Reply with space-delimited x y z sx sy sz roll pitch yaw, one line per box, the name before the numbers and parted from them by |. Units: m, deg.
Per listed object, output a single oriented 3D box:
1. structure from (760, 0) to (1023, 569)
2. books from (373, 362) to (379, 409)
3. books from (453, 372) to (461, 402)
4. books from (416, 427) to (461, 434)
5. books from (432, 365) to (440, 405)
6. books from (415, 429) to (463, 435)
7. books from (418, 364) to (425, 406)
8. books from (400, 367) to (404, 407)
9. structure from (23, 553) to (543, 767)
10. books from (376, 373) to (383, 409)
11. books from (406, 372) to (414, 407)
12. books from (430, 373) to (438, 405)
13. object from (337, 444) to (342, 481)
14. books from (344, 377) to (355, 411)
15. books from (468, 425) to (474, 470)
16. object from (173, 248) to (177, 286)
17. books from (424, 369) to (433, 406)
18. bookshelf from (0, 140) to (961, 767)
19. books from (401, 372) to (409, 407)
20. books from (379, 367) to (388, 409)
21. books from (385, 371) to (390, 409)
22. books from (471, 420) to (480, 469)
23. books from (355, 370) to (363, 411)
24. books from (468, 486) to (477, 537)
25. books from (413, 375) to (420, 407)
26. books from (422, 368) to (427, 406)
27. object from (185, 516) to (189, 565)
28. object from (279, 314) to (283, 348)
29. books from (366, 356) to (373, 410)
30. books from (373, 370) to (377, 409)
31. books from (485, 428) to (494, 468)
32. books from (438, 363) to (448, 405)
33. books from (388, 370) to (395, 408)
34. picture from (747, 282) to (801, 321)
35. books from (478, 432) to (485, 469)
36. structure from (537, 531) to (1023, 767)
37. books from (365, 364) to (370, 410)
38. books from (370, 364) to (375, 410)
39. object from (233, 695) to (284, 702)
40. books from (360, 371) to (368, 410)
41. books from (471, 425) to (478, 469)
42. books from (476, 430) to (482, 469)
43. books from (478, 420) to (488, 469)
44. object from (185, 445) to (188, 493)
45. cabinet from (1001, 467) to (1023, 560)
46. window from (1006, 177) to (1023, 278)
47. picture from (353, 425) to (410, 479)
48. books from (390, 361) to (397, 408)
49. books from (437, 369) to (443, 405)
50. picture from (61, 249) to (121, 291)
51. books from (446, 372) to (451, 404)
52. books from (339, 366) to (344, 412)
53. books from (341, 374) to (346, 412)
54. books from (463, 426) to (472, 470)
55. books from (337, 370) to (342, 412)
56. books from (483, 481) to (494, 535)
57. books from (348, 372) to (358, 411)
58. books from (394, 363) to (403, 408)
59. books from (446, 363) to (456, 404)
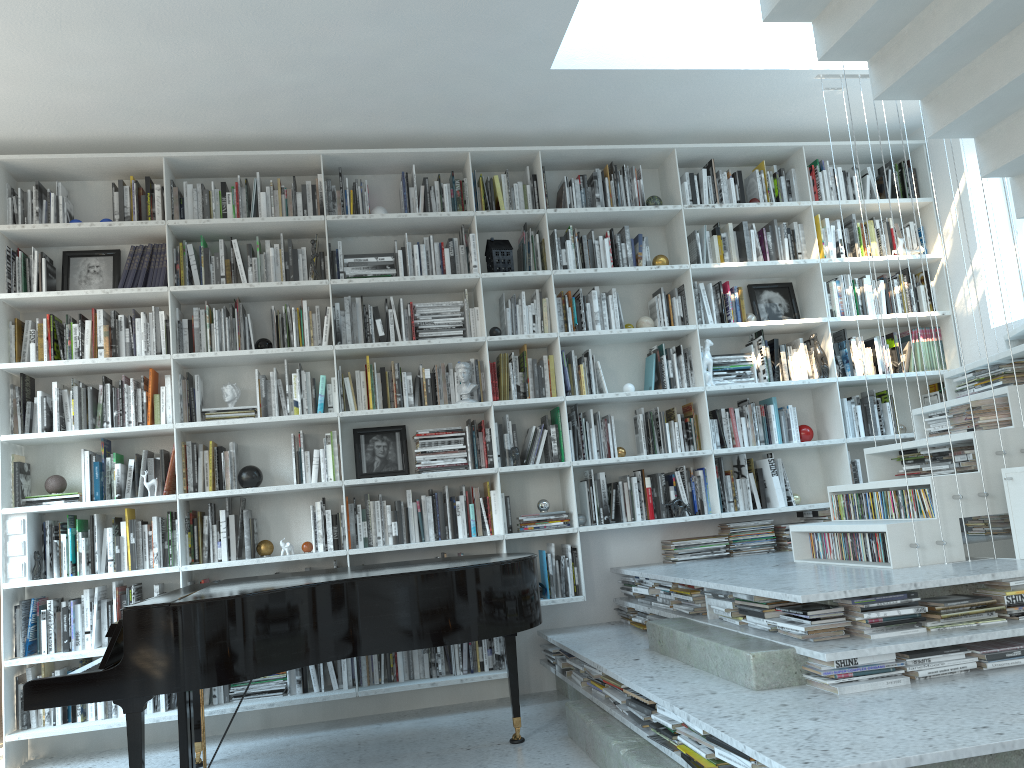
structure | 1.751 -0.634 3.727 2.613 3.376 1.958 -4 -8 -11
books | -0.770 0.031 5.021 0.010 0.280 0.171 -4 -8 -11
books | -0.321 0.043 5.113 0.035 0.201 0.149 -4 -8 -11
books | -0.419 0.267 5.058 0.254 0.012 0.161 -4 -8 -7
books | -0.434 0.025 5.070 0.012 0.244 0.186 -4 -8 -11
books | -0.418 0.280 5.058 0.254 0.012 0.161 -3 -9 -14
books | -0.518 0.027 5.079 0.014 0.258 0.162 -4 -8 -11
books | -0.634 0.040 5.066 0.011 0.251 0.130 -4 -8 -11
structure | -0.761 1.221 3.704 1.918 0.831 1.337 -4 -8 -11
books | -0.754 0.059 5.043 0.024 0.228 0.148 -4 -8 -11
books | -0.586 0.053 5.060 0.030 0.214 0.169 -4 -8 -11
books | -0.454 0.050 5.073 0.029 0.200 0.178 -4 -8 -11
object | -0.961 0.445 4.960 0.017 0.215 0.103 -4 -8 -11
books | -0.913 0.077 4.991 0.053 0.208 0.156 -4 -8 -11
books | -0.243 0.371 5.069 0.011 0.260 0.184 -4 -8 -11
object | -1.862 -0.609 4.946 0.012 0.253 0.161 -4 -8 -11
books | -0.483 0.040 5.067 0.029 0.223 0.185 -4 -8 -11
bookshelf | -0.336 0.224 5.019 6.296 3.137 0.331 -4 -8 -11
books | -0.613 0.054 5.054 0.024 0.216 0.175 -4 -8 -11
books | -0.731 0.044 5.056 0.028 0.259 0.134 -4 -8 -11
books | -0.707 0.054 5.038 0.012 0.227 0.170 -4 -8 -11
books | -0.212 0.357 5.087 0.011 0.287 0.152 -4 -8 -11
books | -0.867 0.057 5.023 0.026 0.247 0.139 -4 -8 -11
books | -0.224 0.725 5.040 0.010 0.283 0.132 -4 -8 -11
books | -0.548 0.060 5.078 0.050 0.198 0.146 -4 -8 -11
books | -0.505 0.038 5.075 0.010 0.233 0.175 -4 -8 -11
object | -1.725 0.837 4.748 0.012 0.253 0.161 -4 -8 -11
object | -1.295 -0.269 5.000 0.010 0.225 0.142 -4 -8 -11
books | -0.805 0.013 5.003 0.014 0.317 0.188 -4 -8 -11
books | -0.781 0.052 5.034 0.010 0.244 0.150 -4 -8 -11
books | -0.140 0.378 5.073 0.034 0.229 0.200 -4 -8 -11
books | -0.396 0.018 5.096 0.025 0.258 0.151 -4 -8 -11
books | -0.690 0.050 5.049 0.025 0.235 0.137 -4 -8 -11
picture | 1.657 -0.495 5.598 0.300 0.299 0.077 -4 -8 -11
books | -0.182 0.391 5.092 0.021 0.217 0.132 -4 -8 -11
structure | 1.709 1.105 3.845 2.899 0.658 3.118 -4 -9 -11
books | -0.823 0.037 5.041 0.010 0.283 0.137 -4 -8 -11
books | -0.789 0.037 5.001 0.015 0.266 0.189 -4 -8 -11
object | -1.331 1.649 4.687 0.254 0.007 0.161 -4 -9 -8
books | -0.838 0.058 5.022 0.029 0.239 0.156 -4 -8 -11
books | -0.222 0.374 5.084 0.013 0.256 0.163 -4 -8 -11
books | -0.199 0.385 5.092 0.013 0.232 0.134 -4 -8 -11
books | -0.166 0.357 5.083 0.011 0.279 0.186 -4 -8 -11
object | -1.751 0.470 4.812 0.012 0.270 0.130 -4 -8 -11
cabinet | 2.320 0.573 3.076 0.551 0.666 0.995 -4 -8 -11
window | 3.109 -1.037 4.790 0.042 1.224 1.119 -4 -8 -11
picture | -0.743 0.390 5.038 0.300 0.299 0.077 -4 -8 -11
books | -0.672 0.025 5.048 0.013 0.283 0.177 -4 -8 -11
books | -0.422 0.037 5.108 0.025 0.230 0.143 -4 -8 -11
picture | -2.329 -0.601 4.909 0.300 0.299 0.077 -4 -8 -11
books | -0.373 0.045 5.112 0.022 0.206 0.114 -4 -8 -11
books | -0.963 0.048 5.014 0.010 0.281 0.140 -4 -8 -11
books | -0.950 0.070 5.011 0.011 0.235 0.142 -4 -8 -11
books | -0.255 0.376 5.069 0.012 0.253 0.161 -4 -8 -11
books | -0.971 0.061 5.001 0.012 0.253 0.161 -4 -8 -11
books | -0.135 0.709 5.049 0.011 0.300 0.149 -4 -8 -11
books | -0.898 0.061 5.008 0.042 0.241 0.162 -4 -8 -11
books | -0.649 0.029 5.037 0.028 0.267 0.190 -4 -8 -11
books | -0.352 0.017 5.114 0.024 0.258 0.127 -4 -8 -11
